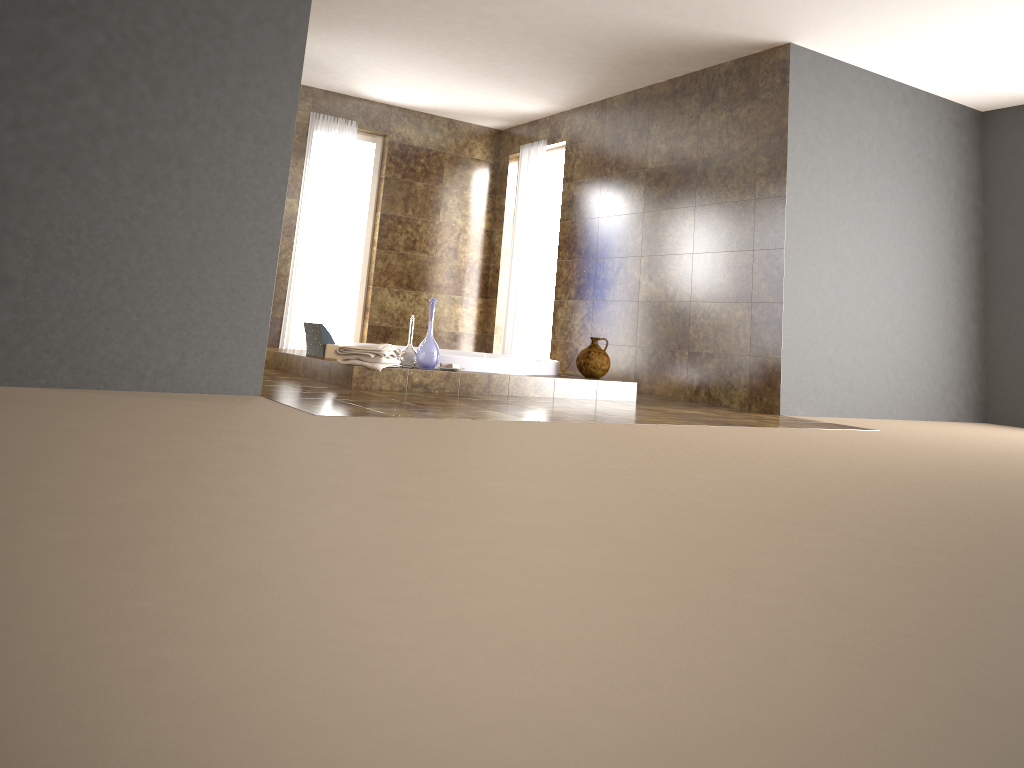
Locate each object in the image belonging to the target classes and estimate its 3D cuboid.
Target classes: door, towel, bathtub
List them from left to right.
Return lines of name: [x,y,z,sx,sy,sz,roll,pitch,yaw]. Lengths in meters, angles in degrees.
towel: [-0.809,-0.159,4.881,0.340,0.153,0.315,5,1,13]
bathtub: [-0.551,-0.089,6.035,1.749,0.533,1.725,5,2,-1]
door: [0.523,-1.178,8.797,0.962,2.276,0.038,4,-10,3]

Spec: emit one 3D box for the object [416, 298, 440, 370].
object: [-0.478,-0.296,5.043,0.134,0.429,0.133,8,-9,-24]

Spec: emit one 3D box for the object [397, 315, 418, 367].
object: [-0.603,-0.255,5.120,0.129,0.315,0.128,8,-9,-24]

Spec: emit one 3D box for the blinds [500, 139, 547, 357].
blinds: [0.106,-1.240,8.333,0.068,2.327,0.478,11,-11,-33]

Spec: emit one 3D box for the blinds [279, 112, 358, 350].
blinds: [-1.757,-1.383,7.959,0.510,2.315,0.066,10,-11,-30]

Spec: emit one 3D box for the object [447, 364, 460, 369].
object: [-0.342,-0.103,5.039,0.053,0.035,0.073,5,0,-32]

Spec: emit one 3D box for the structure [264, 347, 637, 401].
structure: [-0.551,-0.081,6.036,1.979,0.126,2.001,3,3,-32]

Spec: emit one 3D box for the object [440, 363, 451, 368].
object: [-0.373,-0.105,5.101,0.100,0.033,0.060,4,0,-16]

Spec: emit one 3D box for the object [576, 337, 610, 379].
object: [0.549,-0.178,5.806,0.230,0.281,0.224,2,-5,30]

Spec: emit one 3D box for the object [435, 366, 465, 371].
object: [-0.371,-0.088,5.088,0.187,0.019,0.190,2,4,-43]
